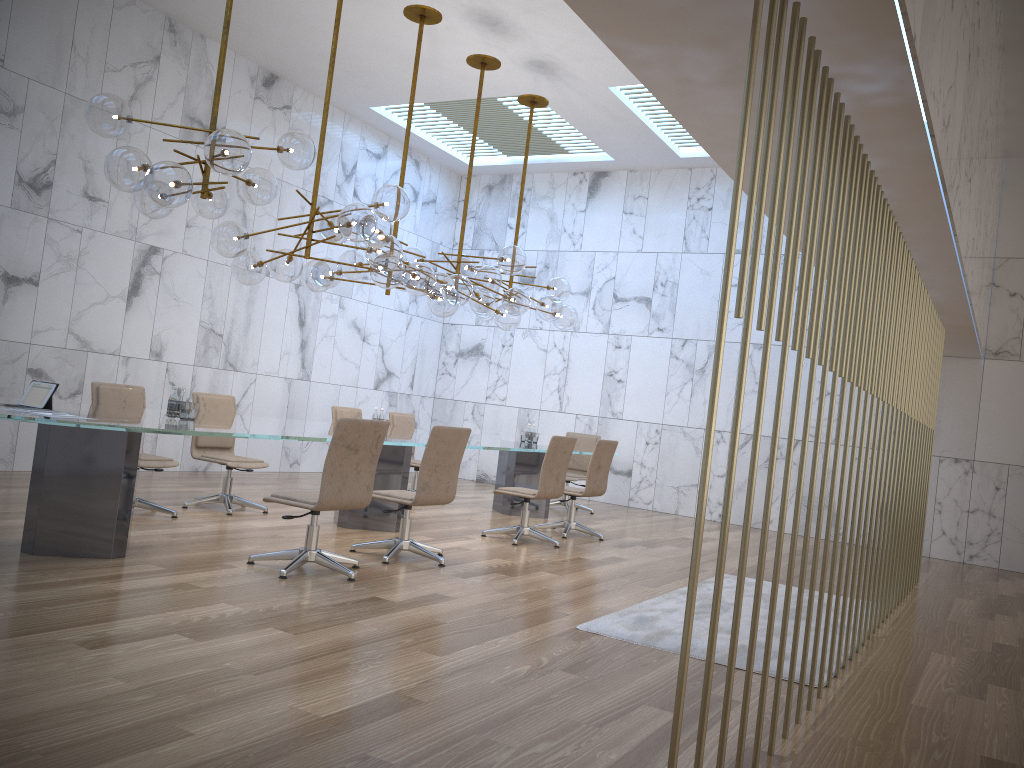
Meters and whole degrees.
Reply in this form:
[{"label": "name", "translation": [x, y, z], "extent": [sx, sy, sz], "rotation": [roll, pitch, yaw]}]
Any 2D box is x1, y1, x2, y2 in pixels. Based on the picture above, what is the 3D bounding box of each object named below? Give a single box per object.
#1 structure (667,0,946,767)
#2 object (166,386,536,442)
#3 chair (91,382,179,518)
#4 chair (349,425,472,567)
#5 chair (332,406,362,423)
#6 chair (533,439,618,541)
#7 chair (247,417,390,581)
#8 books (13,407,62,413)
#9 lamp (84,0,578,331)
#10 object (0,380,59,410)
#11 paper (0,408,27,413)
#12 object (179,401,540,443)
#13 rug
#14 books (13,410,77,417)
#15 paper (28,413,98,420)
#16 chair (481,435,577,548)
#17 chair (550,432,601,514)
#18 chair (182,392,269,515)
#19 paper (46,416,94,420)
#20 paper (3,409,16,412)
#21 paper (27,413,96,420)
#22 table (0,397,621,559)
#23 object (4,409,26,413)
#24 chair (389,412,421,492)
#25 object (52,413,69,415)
[{"label": "structure", "translation": [2.273, 0.368, 5.400], "extent": [0.023, 2.456, 7.223], "rotation": [6, -2, 30]}, {"label": "object", "translation": [-1.033, 0.347, 8.183], "extent": [0.124, 0.213, 5.189], "rotation": [6, -2, 30]}, {"label": "chair", "translation": [-2.994, 0.521, 7.008], "extent": [0.697, 1.000, 0.726], "rotation": [6, -2, 29]}, {"label": "chair", "translation": [-0.721, 0.779, 6.506], "extent": [0.697, 1.000, 0.726], "rotation": [6, -2, 30]}, {"label": "chair", "translation": [-1.612, 0.772, 9.470], "extent": [0.697, 1.000, 0.726], "rotation": [6, -2, 29]}, {"label": "chair", "translation": [0.666, 1.031, 8.975], "extent": [0.697, 1.000, 0.726], "rotation": [6, -2, 30]}, {"label": "chair", "translation": [-1.208, 0.690, 5.638], "extent": [0.697, 1.000, 0.726], "rotation": [6, -2, 30]}, {"label": "books", "translation": [-2.572, 0.143, 4.810], "extent": [0.126, 0.012, 0.205], "rotation": [6, -2, 27]}, {"label": "lamp", "translation": [-0.962, -1.961, 7.871], "extent": [1.557, 2.716, 5.672], "rotation": [6, -2, 30]}, {"label": "object", "translation": [-2.794, 0.057, 5.118], "extent": [0.255, 0.159, 0.205], "rotation": [6, -2, 30]}, {"label": "paper", "translation": [-2.596, 0.150, 4.815], "extent": [0.210, 0.001, 0.290], "rotation": [6, -2, 28]}, {"label": "object", "translation": [-1.003, 0.398, 8.145], "extent": [0.183, 0.117, 5.112], "rotation": [6, -2, 30]}, {"label": "rug", "translation": [1.644, 1.533, 5.903], "extent": [1.320, 0.034, 3.025], "rotation": [6, -2, 29]}, {"label": "books", "translation": [-2.502, 0.154, 4.752], "extent": [0.239, 0.012, 0.205], "rotation": [6, -2, 17]}, {"label": "paper", "translation": [-2.390, 0.171, 4.709], "extent": [0.210, 0.001, 0.290], "rotation": [6, -2, 23]}, {"label": "chair", "translation": [0.182, 0.943, 8.113], "extent": [0.697, 1.000, 0.726], "rotation": [6, -2, 30]}, {"label": "chair", "translation": [0.747, 1.124, 11.404], "extent": [0.726, 1.000, 0.697], "rotation": [6, -2, 30]}, {"label": "chair", "translation": [-2.512, 0.608, 7.867], "extent": [0.697, 1.000, 0.726], "rotation": [6, -2, 29]}, {"label": "paper", "translation": [-2.390, 0.172, 4.709], "extent": [0.210, 0.001, 0.290], "rotation": [6, -2, 24]}, {"label": "paper", "translation": [-2.609, 0.149, 4.814], "extent": [0.210, 0.001, 0.290], "rotation": [6, -2, 27]}, {"label": "paper", "translation": [-2.390, 0.172, 4.709], "extent": [0.210, 0.001, 0.290], "rotation": [6, -2, 22]}, {"label": "table", "translation": [-1.240, 0.840, 7.878], "extent": [2.092, 0.835, 7.924], "rotation": [6, -2, 30]}, {"label": "object", "translation": [-2.596, 0.150, 4.815], "extent": [0.210, 0.001, 0.290], "rotation": [6, -2, 27]}, {"label": "chair", "translation": [-1.124, 0.861, 10.338], "extent": [0.697, 1.000, 0.726], "rotation": [6, -2, 29]}, {"label": "object", "translation": [-2.411, 0.159, 4.744], "extent": [0.011, 0.011, 0.158], "rotation": [7, -2, 5]}]
